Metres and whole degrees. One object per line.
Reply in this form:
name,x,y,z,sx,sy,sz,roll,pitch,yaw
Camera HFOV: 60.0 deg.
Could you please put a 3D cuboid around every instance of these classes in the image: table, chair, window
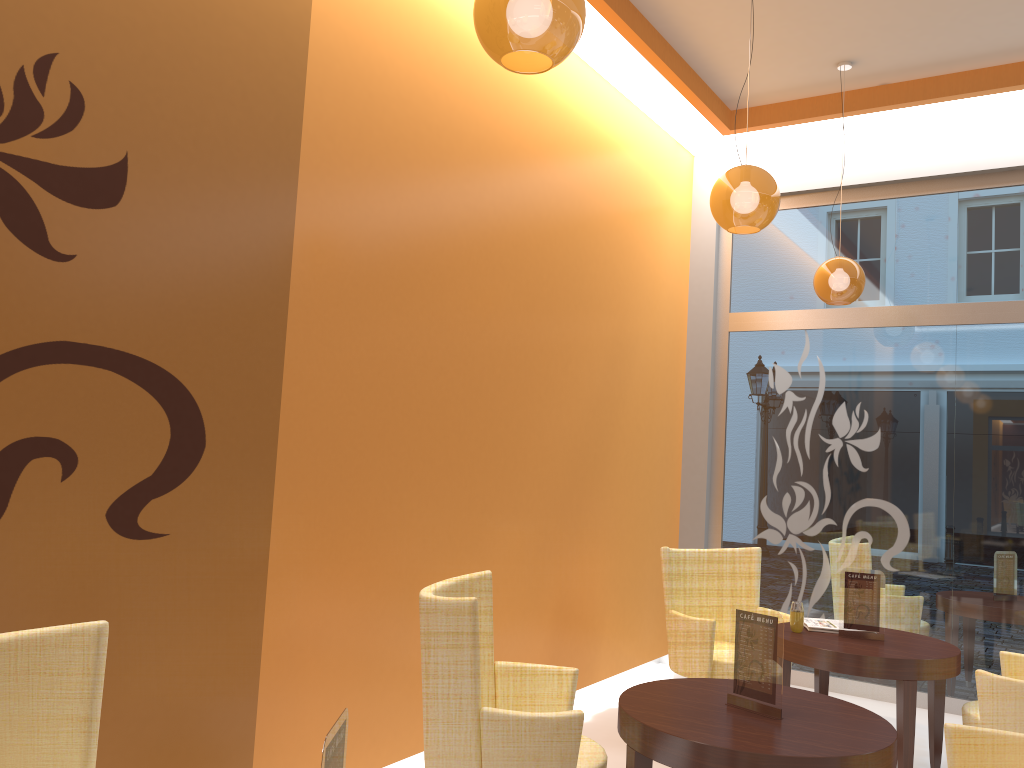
table,0.769,1.410,2.874,0.874,0.679,0.872,5,-5,-21
chair,1.186,1.437,4.953,0.729,1.017,0.685,5,-5,-25
chair,-1.026,1.043,1.726,0.685,1.017,0.729,1,-5,21
window,4.965,0.361,4.468,8.200,3.380,0.040,0,-6,33
chair,-0.009,1.214,3.091,0.685,1.017,0.729,3,-5,1
table,1.689,1.582,4.308,0.874,0.679,0.872,4,-5,-11
chair,2.325,1.407,3.830,0.685,1.017,0.729,0,-6,36
chair,1.486,1.250,2.524,0.685,1.017,0.729,0,-6,30

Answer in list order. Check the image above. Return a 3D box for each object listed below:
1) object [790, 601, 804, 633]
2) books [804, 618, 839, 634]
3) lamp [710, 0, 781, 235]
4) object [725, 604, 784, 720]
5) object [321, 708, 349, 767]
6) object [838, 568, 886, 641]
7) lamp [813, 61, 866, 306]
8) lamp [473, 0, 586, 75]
object,1.419,1.160,4.415,0.067,0.148,0.067,6,-6,-33
books,1.674,1.247,4.563,0.339,0.028,0.273,3,-5,8
lamp,1.048,-1.413,3.912,0.299,1.500,0.299,0,-6,33
object,0.802,0.906,2.925,0.042,0.335,0.209,7,-6,-39
object,-0.781,0.626,0.635,0.187,0.335,2.090,1,-5,29
object,1.717,1.077,4.350,0.209,0.335,0.042,2,-5,16
lamp,2.015,-1.233,5.419,0.299,1.500,0.299,0,-6,33
lamp,0.081,-1.594,2.405,0.299,1.500,0.299,6,-6,-32
